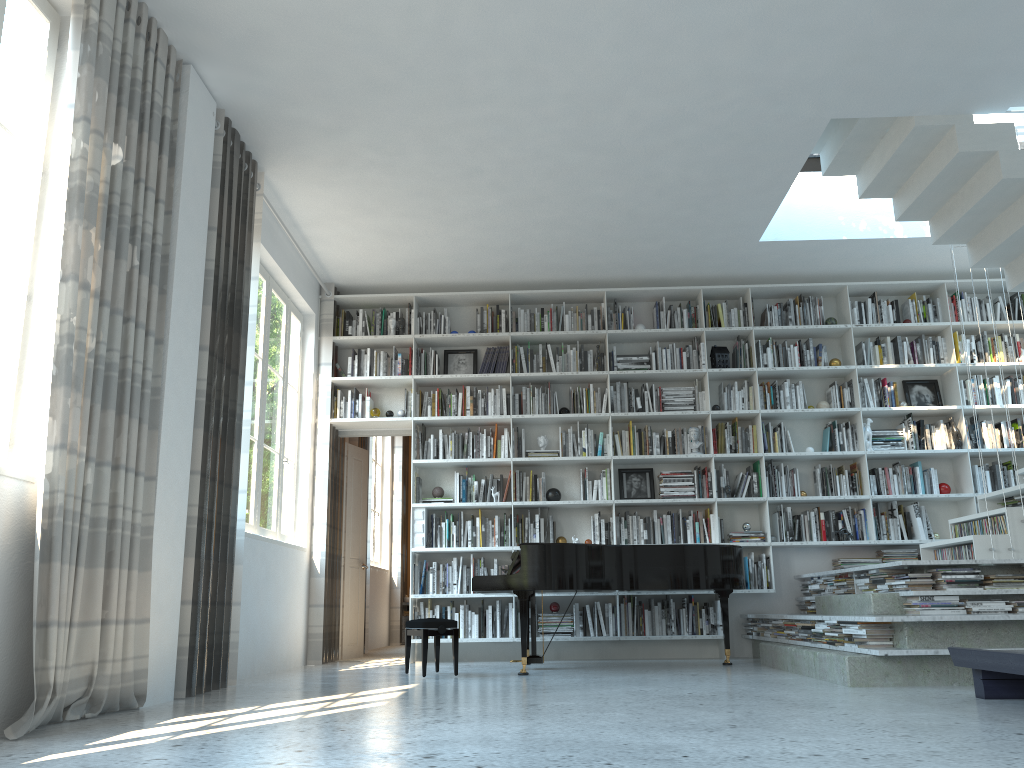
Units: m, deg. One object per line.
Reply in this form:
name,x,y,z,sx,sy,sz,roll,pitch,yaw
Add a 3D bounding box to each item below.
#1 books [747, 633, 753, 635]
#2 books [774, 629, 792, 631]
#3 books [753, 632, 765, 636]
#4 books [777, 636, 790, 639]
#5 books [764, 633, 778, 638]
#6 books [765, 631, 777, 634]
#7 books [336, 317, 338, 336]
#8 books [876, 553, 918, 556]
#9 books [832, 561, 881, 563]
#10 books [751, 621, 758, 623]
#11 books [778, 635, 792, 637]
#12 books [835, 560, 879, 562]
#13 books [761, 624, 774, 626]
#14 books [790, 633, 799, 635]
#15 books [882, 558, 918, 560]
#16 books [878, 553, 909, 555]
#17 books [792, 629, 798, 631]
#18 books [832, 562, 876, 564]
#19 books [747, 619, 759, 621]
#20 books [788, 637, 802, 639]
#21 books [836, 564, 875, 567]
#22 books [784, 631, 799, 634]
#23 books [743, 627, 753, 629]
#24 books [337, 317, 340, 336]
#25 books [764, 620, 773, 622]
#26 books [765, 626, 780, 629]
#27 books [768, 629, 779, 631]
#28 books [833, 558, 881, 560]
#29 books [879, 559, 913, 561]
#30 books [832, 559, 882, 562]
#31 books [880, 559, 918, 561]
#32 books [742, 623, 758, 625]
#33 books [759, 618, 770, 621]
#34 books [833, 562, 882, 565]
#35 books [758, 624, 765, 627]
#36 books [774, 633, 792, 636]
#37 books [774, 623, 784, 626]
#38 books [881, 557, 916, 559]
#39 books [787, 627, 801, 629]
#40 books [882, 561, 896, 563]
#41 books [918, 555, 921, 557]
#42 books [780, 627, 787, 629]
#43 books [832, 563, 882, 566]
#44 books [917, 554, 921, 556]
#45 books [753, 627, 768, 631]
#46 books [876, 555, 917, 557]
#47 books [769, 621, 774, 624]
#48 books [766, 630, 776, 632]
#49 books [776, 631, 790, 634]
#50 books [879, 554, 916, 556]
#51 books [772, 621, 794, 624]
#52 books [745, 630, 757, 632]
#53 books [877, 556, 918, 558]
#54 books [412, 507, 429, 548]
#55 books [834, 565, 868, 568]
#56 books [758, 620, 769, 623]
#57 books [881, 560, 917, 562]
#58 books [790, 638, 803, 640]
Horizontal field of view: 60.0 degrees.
books,1.999,2.007,7.119,0.171,0.015,0.242,-1,-14,2
books,1.965,1.730,6.245,0.159,0.011,0.246,0,-14,-2
books,1.980,1.928,6.836,0.189,0.030,0.238,-1,-14,2
books,1.970,1.780,6.233,0.157,0.014,0.181,-1,-14,-1
books,1.969,1.852,6.537,0.177,0.026,0.231,-2,-14,5
books,1.975,1.832,6.542,0.172,0.014,0.221,-2,-14,3
books,-1.564,-0.471,7.950,0.014,0.218,0.189,-1,-14,2
books,3.186,1.413,7.349,0.285,0.005,0.160,-1,-14,-1
books,2.855,1.475,7.348,0.345,0.007,0.194,-2,-14,4
books,2.014,1.913,7.142,0.133,0.017,0.232,-2,-14,3
books,1.978,1.769,6.235,0.140,0.008,0.284,-1,-14,0
books,2.854,1.468,7.350,0.308,0.008,0.195,-2,-14,4
books,1.967,1.780,6.555,0.180,0.015,0.295,-1,-14,0
books,1.967,1.674,5.938,0.130,0.014,0.250,0,-14,-3
books,3.184,1.451,7.342,0.285,0.005,0.160,-1,-14,0
books,3.186,1.407,7.346,0.254,0.005,0.161,0,-14,-3
books,1.971,1.648,5.945,0.140,0.013,0.181,-2,-14,3
books,2.854,1.480,7.338,0.345,0.007,0.194,0,-14,-3
books,2.000,1.898,7.146,0.158,0.014,0.235,-1,-14,0
books,1.952,1.698,5.933,0.161,0.008,0.255,-3,-14,6
books,2.855,1.502,7.333,0.308,0.008,0.195,-3,-14,6
books,1.949,1.661,5.942,0.182,0.013,0.288,-2,-14,3
books,1.986,1.961,7.131,0.177,0.012,0.279,0,-14,-2
books,-1.544,-0.470,7.972,0.024,0.227,0.130,-1,-14,2
books,1.977,1.752,6.561,0.159,0.006,0.286,-2,-14,4
books,1.971,1.797,6.550,0.171,0.020,0.194,-2,-14,5
books,1.987,1.813,6.546,0.147,0.012,0.206,-2,-14,3
books,2.854,1.453,7.353,0.345,0.007,0.194,-2,-14,4
books,3.184,1.457,7.345,0.254,0.005,0.161,-1,-14,2
books,2.854,1.461,7.352,0.345,0.007,0.194,-1,-14,0
books,3.187,1.463,7.344,0.285,0.007,0.160,-1,-14,2
books,1.979,1.928,7.139,0.191,0.013,0.244,0,-14,-2
books,1.998,1.820,6.862,0.137,0.018,0.201,-2,-14,5
books,2.855,1.489,7.345,0.345,0.007,0.194,-2,-14,4
books,2.000,1.865,6.851,0.143,0.019,0.231,-2,-14,3
books,1.966,1.760,6.238,0.159,0.012,0.293,-1,-14,-1
books,1.953,1.696,6.254,0.182,0.016,0.199,-3,-14,6
books,3.184,1.446,7.346,0.254,0.005,0.161,-1,-14,1
books,1.962,1.638,5.947,0.155,0.009,0.298,-2,-14,3
books,3.187,1.476,7.338,0.254,0.007,0.161,-2,-14,3
books,3.556,1.418,7.328,0.368,0.007,0.206,0,-14,-3
books,1.978,1.718,6.248,0.140,0.013,0.181,-2,-14,5
books,2.855,1.496,7.340,0.345,0.007,0.194,-1,-14,-1
books,3.556,1.413,7.339,0.368,0.007,0.206,-2,-14,4
books,1.972,1.888,6.846,0.191,0.028,0.213,-2,-14,5
books,3.183,1.423,7.344,0.285,0.005,0.160,0,-14,-2
books,1.991,1.764,6.558,0.130,0.018,0.256,-2,-14,5
books,1.989,1.822,6.544,0.149,0.007,0.301,-1,-14,2
books,1.971,1.748,6.240,0.165,0.012,0.205,-1,-14,2
books,3.186,1.418,7.346,0.254,0.005,0.161,-2,-14,5
books,1.960,1.681,6.257,0.171,0.015,0.253,-1,-14,-1
books,1.988,1.986,7.125,0.179,0.012,0.262,-2,-14,5
books,3.184,1.436,7.349,0.285,0.005,0.160,-1,-14,1
books,-0.768,1.226,7.484,0.106,0.339,0.308,-1,-14,2
books,2.852,1.513,7.344,0.308,0.008,0.195,-1,-14,2
books,2.003,1.836,6.858,0.135,0.014,0.298,-2,-14,3
books,3.187,1.469,7.340,0.285,0.007,0.160,-2,-14,3
books,1.968,1.706,5.931,0.147,0.008,0.237,-1,-14,1
